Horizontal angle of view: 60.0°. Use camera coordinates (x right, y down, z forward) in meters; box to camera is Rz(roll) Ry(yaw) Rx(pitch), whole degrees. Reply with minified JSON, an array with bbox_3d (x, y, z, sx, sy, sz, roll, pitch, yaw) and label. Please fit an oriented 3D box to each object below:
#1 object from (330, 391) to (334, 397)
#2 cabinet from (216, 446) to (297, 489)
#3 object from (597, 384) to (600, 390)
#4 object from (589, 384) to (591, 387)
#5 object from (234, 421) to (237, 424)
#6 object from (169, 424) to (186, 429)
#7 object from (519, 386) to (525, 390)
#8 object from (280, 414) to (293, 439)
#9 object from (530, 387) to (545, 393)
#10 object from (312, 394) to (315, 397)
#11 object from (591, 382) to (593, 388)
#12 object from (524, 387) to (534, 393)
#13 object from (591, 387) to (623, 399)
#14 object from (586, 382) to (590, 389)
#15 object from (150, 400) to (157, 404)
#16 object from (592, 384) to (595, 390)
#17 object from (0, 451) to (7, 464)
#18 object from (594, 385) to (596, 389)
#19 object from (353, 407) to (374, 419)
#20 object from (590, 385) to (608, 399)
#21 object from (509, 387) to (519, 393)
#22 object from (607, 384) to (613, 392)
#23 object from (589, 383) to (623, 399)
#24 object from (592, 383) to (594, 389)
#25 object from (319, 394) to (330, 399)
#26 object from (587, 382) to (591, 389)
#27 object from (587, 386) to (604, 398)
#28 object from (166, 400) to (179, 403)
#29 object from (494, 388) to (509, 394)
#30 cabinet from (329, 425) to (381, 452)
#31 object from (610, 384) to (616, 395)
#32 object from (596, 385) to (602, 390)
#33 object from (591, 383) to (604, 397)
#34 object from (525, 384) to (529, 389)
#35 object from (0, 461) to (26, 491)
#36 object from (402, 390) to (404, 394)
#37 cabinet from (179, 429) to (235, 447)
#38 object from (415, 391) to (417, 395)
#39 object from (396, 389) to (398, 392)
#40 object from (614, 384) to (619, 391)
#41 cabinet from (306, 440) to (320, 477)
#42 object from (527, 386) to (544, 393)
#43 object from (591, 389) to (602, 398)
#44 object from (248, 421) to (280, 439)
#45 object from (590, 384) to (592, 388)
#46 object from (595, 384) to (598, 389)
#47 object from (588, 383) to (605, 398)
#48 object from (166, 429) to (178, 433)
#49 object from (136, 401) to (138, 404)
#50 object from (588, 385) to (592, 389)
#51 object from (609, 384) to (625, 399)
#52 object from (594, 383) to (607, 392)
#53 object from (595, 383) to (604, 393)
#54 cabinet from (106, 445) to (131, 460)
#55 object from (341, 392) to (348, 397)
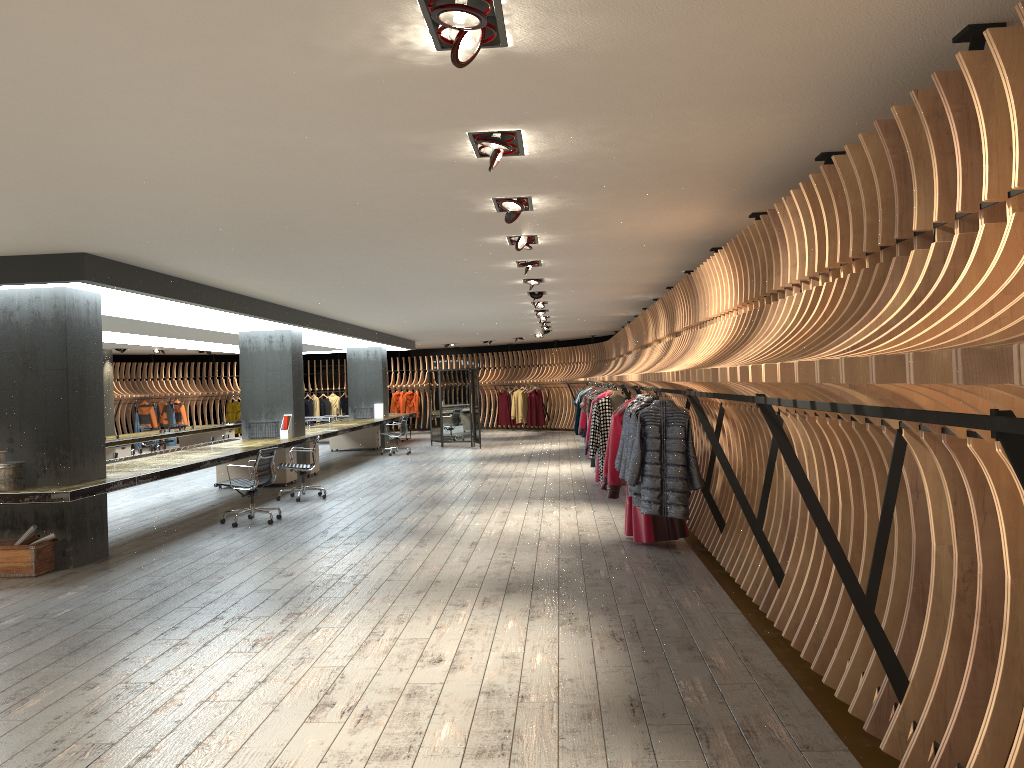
[{"bbox_3d":[-5.940,0.369,29.415,0.525,0.270,0.012,-2,-1,28],"label":"object"},{"bbox_3d":[-4.120,1.333,14.327,1.131,0.630,0.593,-2,0,3],"label":"cabinet"},{"bbox_3d":[1.613,0.117,16.290,0.525,0.270,0.012,-2,-1,3],"label":"object"},{"bbox_3d":[1.865,0.101,20.896,0.525,0.270,0.012,-2,-1,8],"label":"object"},{"bbox_3d":[-6.831,0.953,21.510,0.302,0.074,0.217,-2,0,-2],"label":"object"},{"bbox_3d":[-7.551,0.957,20.023,0.261,0.111,0.373,-2,0,3],"label":"object"},{"bbox_3d":[0.325,0.140,27.298,0.525,0.270,0.012,-2,-1,3],"label":"object"},{"bbox_3d":[-3.711,0.698,14.568,0.129,0.383,0.239,-2,-1,3],"label":"object"},{"bbox_3d":[0.766,0.129,26.726,0.525,0.270,0.012,-2,-1,-22],"label":"object"},{"bbox_3d":[-6.537,0.393,29.267,0.012,0.270,0.525,-1,-1,-42],"label":"object"},{"bbox_3d":[1.803,0.100,19.651,0.525,0.270,0.012,-2,-1,8],"label":"object"},{"bbox_3d":[0.614,0.134,26.938,0.525,0.270,0.012,-2,-1,-22],"label":"object"},{"bbox_3d":[1.523,0.122,14.040,0.547,0.262,0.023,-2,-1,5],"label":"object"},{"bbox_3d":[1.897,0.096,21.753,0.525,0.270,0.012,-2,-1,-7],"label":"object"},{"bbox_3d":[-10.499,0.533,25.959,0.023,0.243,0.549,-2,0,0],"label":"object"},{"bbox_3d":[1.733,0.108,18.447,0.525,0.270,0.012,-2,-1,13],"label":"object"},{"bbox_3d":[-4.453,0.642,7.759,0.062,0.109,0.062,-2,-1,-27],"label":"object"},{"bbox_3d":[1.704,0.112,17.968,0.525,0.270,0.012,-2,-1,8],"label":"object"},{"bbox_3d":[-3.668,0.732,21.922,0.459,0.290,0.329,-2,0,6],"label":"object"},{"bbox_3d":[1.525,0.113,14.676,0.549,0.243,0.023,-2,-1,-25],"label":"object"},{"bbox_3d":[0.126,0.151,27.527,0.525,0.270,0.012,-2,-1,-32],"label":"object"},{"bbox_3d":[1.413,0.137,12.770,0.525,0.270,0.012,-2,-1,33],"label":"object"},{"bbox_3d":[1.504,0.112,14.233,0.549,0.243,0.023,-2,-1,5],"label":"object"},{"bbox_3d":[1.755,0.106,18.881,0.525,0.270,0.012,-2,-1,3],"label":"object"},{"bbox_3d":[-6.239,0.381,29.335,0.525,0.270,0.012,-2,-1,28],"label":"object"},{"bbox_3d":[1.843,0.108,21.004,0.523,0.289,0.015,-2,-1,13],"label":"object"},{"bbox_3d":[1.547,0.113,15.049,0.549,0.250,0.023,-2,-1,5],"label":"object"},{"bbox_3d":[-10.209,0.521,26.478,0.549,0.243,0.023,-2,-1,-20],"label":"object"},{"bbox_3d":[-0.303,0.166,27.914,0.525,0.270,0.012,-2,-1,3],"label":"object"},{"bbox_3d":[-3.844,1.306,21.731,1.131,0.630,0.593,-2,0,3],"label":"cabinet"},{"bbox_3d":[1.360,0.141,11.708,0.525,0.270,0.012,-2,-1,3],"label":"object"},{"bbox_3d":[1.669,0.114,16.936,0.525,0.270,0.012,-2,-1,13],"label":"object"},{"bbox_3d":[1.540,0.109,14.941,0.549,0.243,0.023,-2,-1,-35],"label":"object"},{"bbox_3d":[0.459,0.135,27.122,0.012,0.270,0.525,-3,-1,43],"label":"object"},{"bbox_3d":[-4.583,0.820,7.829,0.498,0.239,0.303,-2,0,4],"label":"object"},{"bbox_3d":[-3.638,0.284,29.482,0.012,0.270,0.525,-2,0,8],"label":"object"},{"bbox_3d":[-7.287,1.435,21.230,1.131,0.630,0.593,-2,0,3],"label":"cabinet"},{"bbox_3d":[-3.169,0.267,29.379,0.012,0.270,0.525,-2,0,-17],"label":"object"},{"bbox_3d":[-3.829,0.291,29.491,0.012,0.270,0.525,-2,0,18],"label":"object"},{"bbox_3d":[1.406,0.138,12.031,0.525,0.270,0.012,-2,-1,23],"label":"object"},{"bbox_3d":[-4.048,1.327,15.678,1.131,0.630,0.593,-2,0,3],"label":"cabinet"},{"bbox_3d":[0.713,0.131,26.812,0.525,0.270,0.012,-2,-1,3],"label":"object"},{"bbox_3d":[1.538,0.119,14.555,0.548,0.256,0.023,-2,-1,29],"label":"object"},{"bbox_3d":[-4.066,0.763,14.530,0.459,0.290,0.329,-2,0,1],"label":"object"},{"bbox_3d":[1.834,0.105,20.233,0.525,0.270,0.012,-2,-1,3],"label":"object"},{"bbox_3d":[1.661,0.114,17.182,0.525,0.270,0.012,-2,-1,3],"label":"object"},{"bbox_3d":[1.537,0.111,14.783,0.549,0.243,0.023,-2,-1,10],"label":"object"},{"bbox_3d":[-7.006,0.966,18.136,0.302,0.071,0.209,-2,0,-2],"label":"object"},{"bbox_3d":[-10.750,0.544,25.408,0.023,0.243,0.549,-2,0,-15],"label":"object"},{"bbox_3d":[1.823,0.111,20.419,0.524,0.284,0.014,-2,-1,13],"label":"object"},{"bbox_3d":[1.369,0.141,11.527,0.525,0.270,0.012,-2,-1,-7],"label":"object"},{"bbox_3d":[1.552,0.108,15.145,0.549,0.243,0.023,-2,-1,40],"label":"object"},{"bbox_3d":[1.595,0.125,16.077,0.524,0.286,0.015,-2,-1,-12],"label":"object"},{"bbox_3d":[-7.564,1.456,16.031,1.131,0.630,0.593,-2,0,3],"label":"cabinet"},{"bbox_3d":[-5.567,0.353,29.476,0.012,0.270,0.525,-3,0,28],"label":"object"}]
